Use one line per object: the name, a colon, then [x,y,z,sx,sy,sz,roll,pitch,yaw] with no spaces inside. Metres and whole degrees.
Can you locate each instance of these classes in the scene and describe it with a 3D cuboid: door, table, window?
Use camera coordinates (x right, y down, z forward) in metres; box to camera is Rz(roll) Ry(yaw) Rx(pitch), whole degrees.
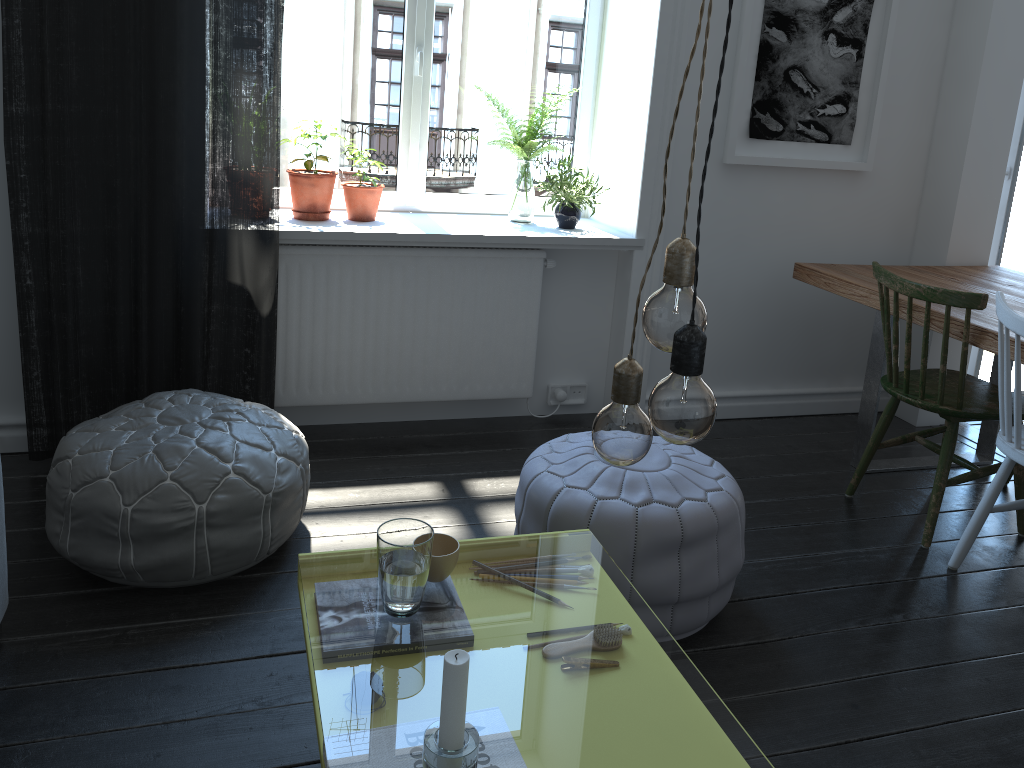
door: [2.076,-0.956,4.066,0.105,1.974,0.601,2,13,-12]
table: [1.890,0.220,2.643,1.018,0.697,2.293,-1,19,-18]
table: [0.070,0.739,1.165,0.600,0.388,1.443,-1,19,-17]
window: [-0.342,-1.648,3.413,1.568,1.937,0.110,-1,13,-18]

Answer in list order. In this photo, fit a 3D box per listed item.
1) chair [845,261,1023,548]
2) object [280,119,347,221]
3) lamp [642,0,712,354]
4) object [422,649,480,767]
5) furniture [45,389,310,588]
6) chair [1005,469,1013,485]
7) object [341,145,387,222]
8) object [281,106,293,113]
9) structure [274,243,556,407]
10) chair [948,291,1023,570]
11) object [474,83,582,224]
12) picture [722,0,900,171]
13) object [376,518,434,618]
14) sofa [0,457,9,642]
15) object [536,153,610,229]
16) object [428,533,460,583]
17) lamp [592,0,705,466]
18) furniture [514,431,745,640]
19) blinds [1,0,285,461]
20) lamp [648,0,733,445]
chair: [1.424,0.051,2.875,0.486,0.806,0.480,-1,15,-19]
object: [-0.745,-0.799,3.261,0.258,0.360,0.241,3,14,-6]
lamp: [0.240,-0.747,0.864,0.075,1.459,0.075,11,14,28]
object: [-0.077,0.433,1.168,0.075,0.169,0.076,8,14,16]
furniture: [-0.901,0.252,2.432,0.679,0.372,0.699,-1,18,-18]
chair: [2.134,0.030,3.102,0.486,0.806,0.480,-1,15,-19]
object: [-0.551,-0.755,3.315,0.179,0.270,0.197,16,18,37]
object: [-0.941,-0.857,3.189,0.302,0.486,0.341,-5,17,-34]
structure: [-0.357,-0.207,3.302,1.064,0.612,0.075,-1,14,-18]
chair: [1.554,0.208,2.412,0.510,0.821,0.479,0,15,-18]
object: [0.069,-0.924,3.522,0.398,0.551,0.333,15,17,34]
picture: [1.185,-1.306,3.486,0.687,0.865,0.085,0,13,-18]
object: [-0.187,0.321,1.518,0.099,0.142,0.099,13,17,31]
sofa: [-1.235,0.636,0.677,1.084,0.704,2.444,-1,19,-17]
object: [0.238,-0.763,3.493,0.284,0.287,0.294,1,16,-14]
object: [-0.142,0.328,1.632,0.087,0.065,0.089,7,17,9]
lamp: [0.194,-0.612,0.922,0.089,1.459,0.076,6,13,5]
furniture: [0.310,0.379,2.359,0.616,0.408,0.627,-3,18,-23]
blinds: [-1.079,-1.170,2.609,0.804,2.898,0.115,0,13,-20]
lamp: [0.242,-0.647,0.818,0.075,1.459,0.087,12,15,32]
